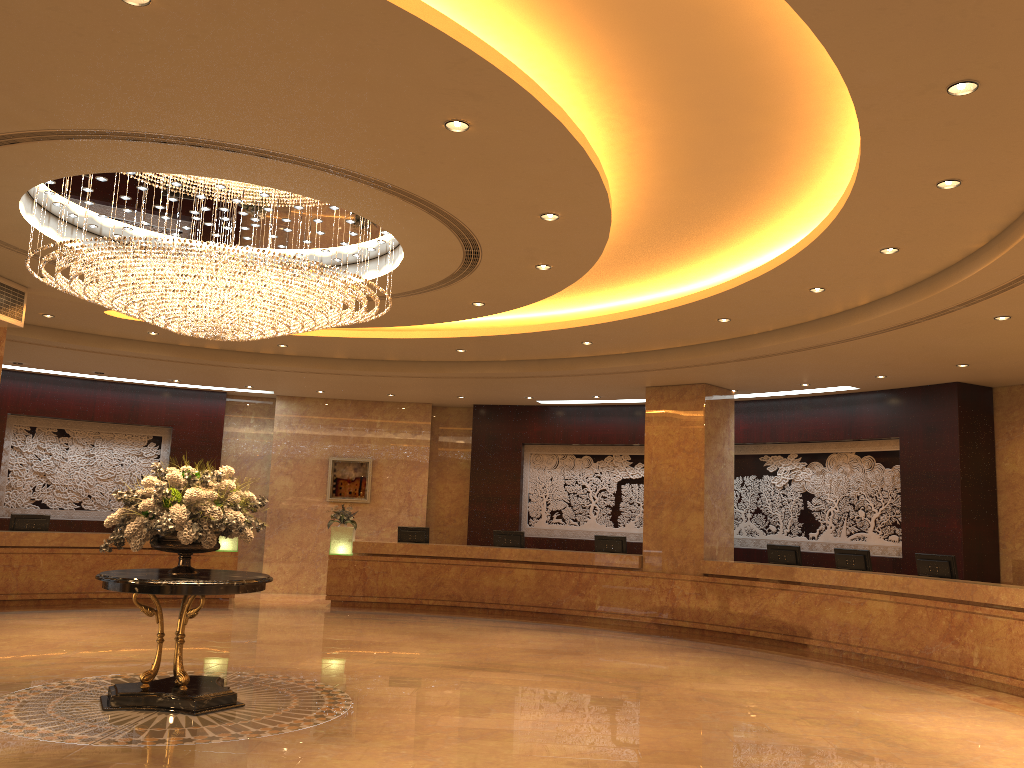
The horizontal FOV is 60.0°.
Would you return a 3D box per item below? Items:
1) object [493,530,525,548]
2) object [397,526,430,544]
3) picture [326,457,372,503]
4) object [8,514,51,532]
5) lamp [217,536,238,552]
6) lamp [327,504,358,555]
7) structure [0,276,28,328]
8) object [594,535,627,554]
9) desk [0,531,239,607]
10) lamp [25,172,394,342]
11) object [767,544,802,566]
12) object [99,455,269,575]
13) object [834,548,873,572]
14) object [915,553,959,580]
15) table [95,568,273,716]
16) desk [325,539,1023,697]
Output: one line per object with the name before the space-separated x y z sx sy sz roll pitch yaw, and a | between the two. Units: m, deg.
object | -0.060 2.942 16.239 0.430 0.500 0.531 8 -10 -36
object | -1.845 2.917 16.554 0.531 0.500 0.430 -5 -11 40
picture | -3.330 1.968 18.175 0.875 0.890 0.068 3 -8 -5
object | -8.017 2.410 14.717 0.531 0.500 0.430 3 -8 -4
lamp | -5.092 2.510 15.835 0.570 0.923 0.580 2 -8 0
lamp | -3.083 2.648 16.211 0.577 0.925 0.542 2 -8 5
structure | -6.095 -1.217 8.512 0.425 0.483 4.113 2 -8 3
object | 1.725 2.909 15.533 0.430 0.500 0.531 6 -9 -24
desk | -7.181 3.098 14.993 5.227 1.155 1.570 8 -10 -32
lamp | -2.735 -1.012 8.327 3.206 1.196 3.204 -5 -11 40
object | 4.177 2.720 13.592 0.430 0.500 0.531 2 -8 0
object | -2.899 1.210 8.029 1.277 0.999 1.318 -3 -10 34
object | 4.879 2.613 12.681 0.430 0.500 0.531 1 -8 6
object | 5.532 2.470 11.544 0.430 0.500 0.531 1 -9 11
table | -2.923 2.236 7.845 1.493 1.089 1.493 3 -8 -3
desk | 2.235 3.293 13.750 12.951 1.155 3.466 -4 -11 37
